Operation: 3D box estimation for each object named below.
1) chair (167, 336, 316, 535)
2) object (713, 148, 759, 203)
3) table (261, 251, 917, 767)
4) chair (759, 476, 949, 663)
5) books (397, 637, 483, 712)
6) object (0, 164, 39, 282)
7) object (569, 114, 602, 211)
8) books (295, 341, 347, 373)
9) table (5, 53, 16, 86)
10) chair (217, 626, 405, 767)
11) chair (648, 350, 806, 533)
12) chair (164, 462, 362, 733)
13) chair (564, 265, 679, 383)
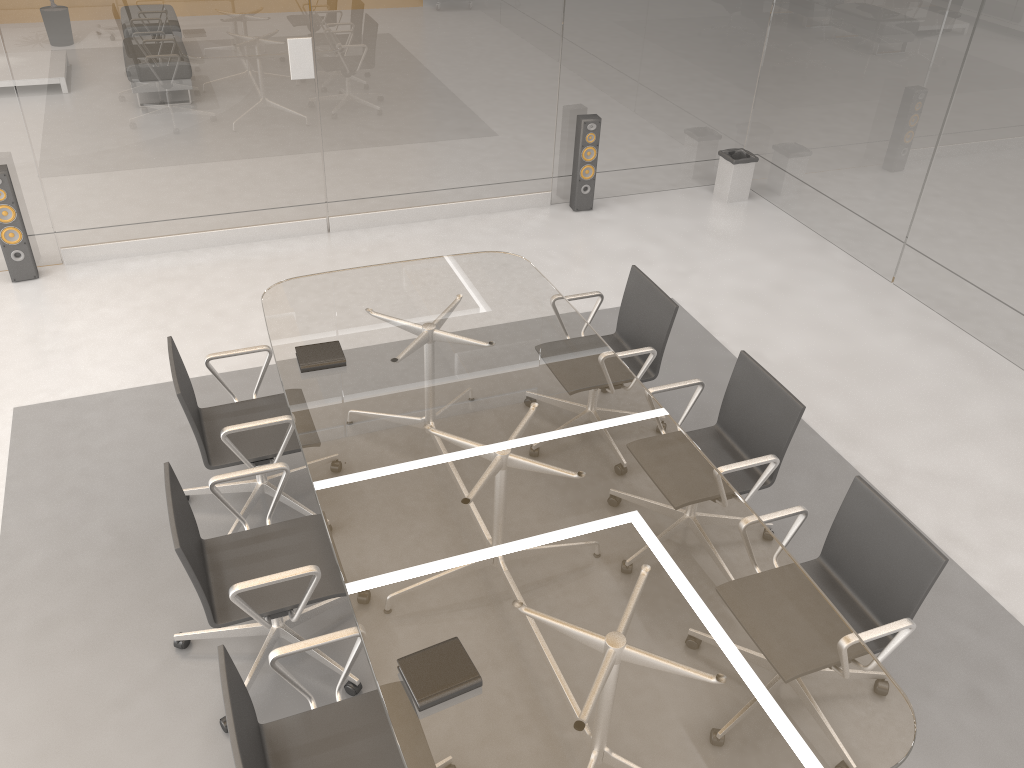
[{"bbox_3d":[-1.059,0.192,3.757,0.710,0.805,0.731,-23,42,-32],"label":"chair"},{"bbox_3d":[1.756,-1.645,7.000,0.233,0.363,0.233,-11,37,-19],"label":"object"},{"bbox_3d":[-0.048,0.523,3.422,1.372,0.721,3.054,-11,37,-19],"label":"table"},{"bbox_3d":[0.978,0.813,3.012,0.710,0.805,0.731,-23,42,-32],"label":"chair"},{"bbox_3d":[-0.196,0.778,2.383,0.183,0.032,0.164,-15,39,-24],"label":"books"},{"bbox_3d":[-3.035,-0.957,5.357,0.152,0.706,0.124,-14,38,-23],"label":"object"},{"bbox_3d":[0.546,-1.635,6.596,0.152,0.706,0.124,-8,36,-15],"label":"object"},{"bbox_3d":[-0.782,-0.111,3.621,0.183,0.032,0.164,-10,37,-17],"label":"books"},{"bbox_3d":[-4.923,-3.053,8.727,1.000,0.150,1.000,-11,37,-19],"label":"table"},{"bbox_3d":[-0.447,1.078,2.526,0.710,0.805,0.731,-23,42,-32],"label":"chair"},{"bbox_3d":[0.749,0.359,3.649,0.710,0.805,0.731,-23,42,-32],"label":"chair"},{"bbox_3d":[-0.823,0.645,3.122,0.710,0.805,0.731,-23,42,-32],"label":"chair"},{"bbox_3d":[0.380,-0.075,4.248,0.710,0.805,0.731,-23,42,-32],"label":"chair"}]
